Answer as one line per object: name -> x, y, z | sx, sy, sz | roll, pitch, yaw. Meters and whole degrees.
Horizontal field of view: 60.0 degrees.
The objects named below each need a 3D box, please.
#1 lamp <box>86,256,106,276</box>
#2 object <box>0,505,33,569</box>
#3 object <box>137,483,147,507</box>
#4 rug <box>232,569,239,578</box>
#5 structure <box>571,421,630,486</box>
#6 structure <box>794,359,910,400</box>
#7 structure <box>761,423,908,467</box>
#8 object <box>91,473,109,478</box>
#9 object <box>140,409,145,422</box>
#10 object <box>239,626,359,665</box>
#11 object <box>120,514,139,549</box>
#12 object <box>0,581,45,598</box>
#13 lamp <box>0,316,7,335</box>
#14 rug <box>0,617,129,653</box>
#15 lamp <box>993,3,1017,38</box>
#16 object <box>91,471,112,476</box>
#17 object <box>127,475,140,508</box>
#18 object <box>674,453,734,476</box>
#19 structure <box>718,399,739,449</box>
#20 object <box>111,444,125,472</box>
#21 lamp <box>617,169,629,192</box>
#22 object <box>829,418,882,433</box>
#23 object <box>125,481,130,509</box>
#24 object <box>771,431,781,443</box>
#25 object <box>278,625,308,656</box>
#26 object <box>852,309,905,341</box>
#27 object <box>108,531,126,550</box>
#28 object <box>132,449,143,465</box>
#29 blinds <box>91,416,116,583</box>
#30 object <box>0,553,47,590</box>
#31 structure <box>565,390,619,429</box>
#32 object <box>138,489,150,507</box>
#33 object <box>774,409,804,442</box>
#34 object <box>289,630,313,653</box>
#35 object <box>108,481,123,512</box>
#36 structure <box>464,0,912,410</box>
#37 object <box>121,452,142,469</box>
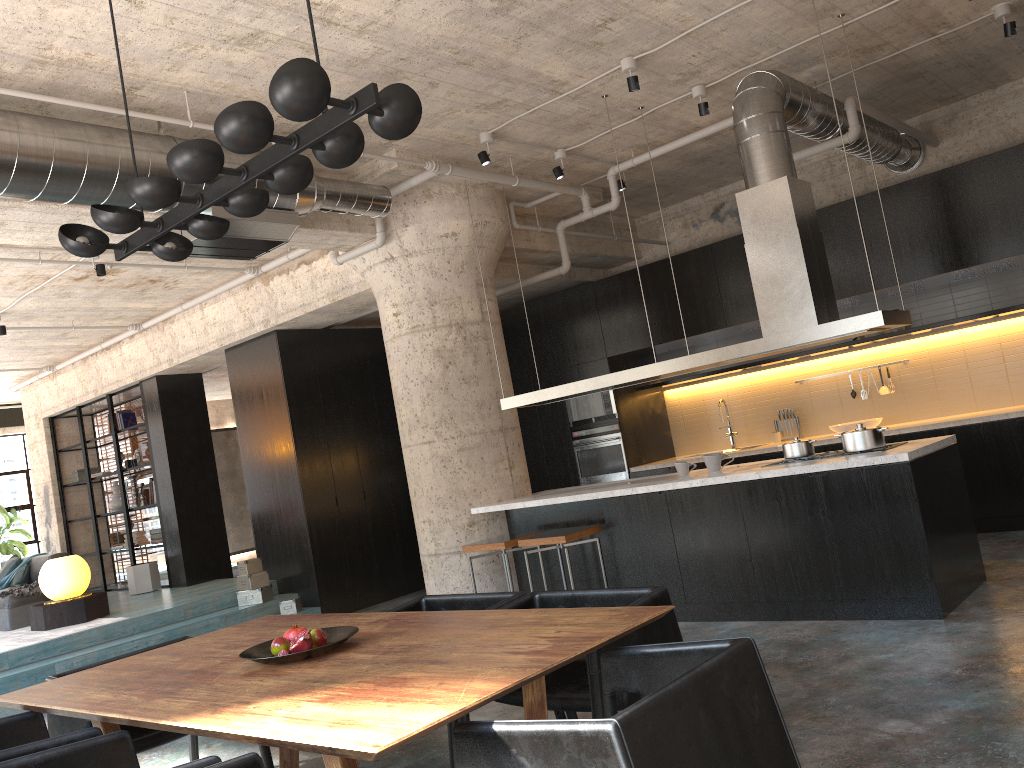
lamp -> -3.529, -1.024, 7.506 | 0.107, 0.215, 0.141 | -12, -5, 23
object -> -8.194, 2.685, 14.231 | 0.921, 1.543, 0.817 | -11, -4, 10
object -> -4.813, 1.441, 11.545 | 0.099, 0.301, 0.099 | -13, -5, 35
rug -> -4.065, 2.893, 12.871 | 1.759, 0.377, 0.541 | -14, -6, 40
structure -> 1.135, 0.767, 9.993 | 0.664, 0.651, 0.649 | -14, -6, 40
structure -> 3.423, 0.017, 8.915 | 1.171, 0.315, 0.074 | -14, -6, 40
structure -> 2.129, 0.381, 5.905 | 0.833, 0.187, 0.506 | -14, -6, 40
object -> -5.728, 1.278, 12.335 | 0.243, 0.034, 0.179 | -12, -4, 19
object -> -4.617, 0.411, 11.578 | 0.434, 0.217, 0.430 | -14, -6, 43
object -> -0.783, 0.959, 3.279 | 0.435, 0.079, 0.435 | -9, -4, -13
object -> -5.044, 1.955, 11.728 | 0.218, 0.433, 0.218 | -13, -5, 33
object -> -5.174, 2.203, 9.379 | 0.429, 0.185, 0.433 | -13, -5, 37
lamp -> -5.232, -0.604, 9.011 | 0.107, 0.215, 0.141 | -12, -5, 23
rug -> -7.383, 2.968, 9.682 | 7.768, 0.032, 2.954 | -14, -6, 40
lamp -> 3.422, -2.508, 6.150 | 0.107, 0.236, 0.145 | -12, -5, 24
object -> -5.723, 1.248, 12.340 | 0.227, 0.024, 0.166 | -12, -5, 20
object -> -5.139, 1.470, 12.101 | 0.191, 0.447, 0.192 | -10, -4, -2
object -> 1.400, 0.585, 6.502 | 0.437, 0.133, 0.188 | -14, -6, 41
structure -> 2.307, 0.437, 9.583 | 0.125, 0.559, 0.269 | -14, -6, 40
object -> -5.453, 1.048, 12.334 | 0.178, 0.394, 0.180 | -13, -5, 35
lamp -> 1.028, -1.913, 8.238 | 0.145, 0.236, 0.107 | -12, -5, 24
object -> 3.314, 0.415, 8.536 | 0.490, 0.093, 0.490 | -13, -5, 38
object -> -5.360, 1.552, 12.336 | 0.121, 0.395, 0.062 | -14, -6, 43
object -> 2.764, 0.557, 9.270 | 0.092, 0.117, 0.092 | -9, -4, -10
object -> -0.808, 0.950, 3.287 | 0.100, 0.097, 0.219 | -10, -4, -6
object -> 3.510, -0.578, 8.553 | 0.462, 0.240, 0.334 | -13, -5, 38
object -> -5.525, 2.205, 12.555 | 0.335, 0.231, 0.284 | -14, -6, 40
object -> -5.117, 1.025, 12.088 | 0.131, 0.280, 0.252 | -6, -6, -41
blinds -> -4.955, 1.631, 12.309 | 2.915, 3.160, 0.136 | -14, -6, 40
object -> -5.704, 2.220, 10.153 | 0.985, 0.438, 0.444 | -8, -5, -23
structure -> 1.065, 0.210, 10.070 | 0.659, 0.450, 0.612 | -14, -6, 40
object -> -4.960, 1.540, 11.983 | 0.189, 0.230, 0.190 | -10, -4, -4
object -> 2.884, 0.425, 9.290 | 0.291, 0.336, 0.060 | -13, -5, 35
object -> -0.768, 0.944, 3.228 | 0.088, 0.082, 0.110 | -10, -4, -9
object -> -5.584, 1.588, 12.538 | 0.265, 0.432, 0.265 | -10, -4, -5
structure -> 1.059, -1.106, 6.576 | 3.117, 2.100, 0.538 | -14, -6, 40
object -> -4.976, 1.005, 11.643 | 0.200, 0.200, 0.409 | -7, -6, -39
